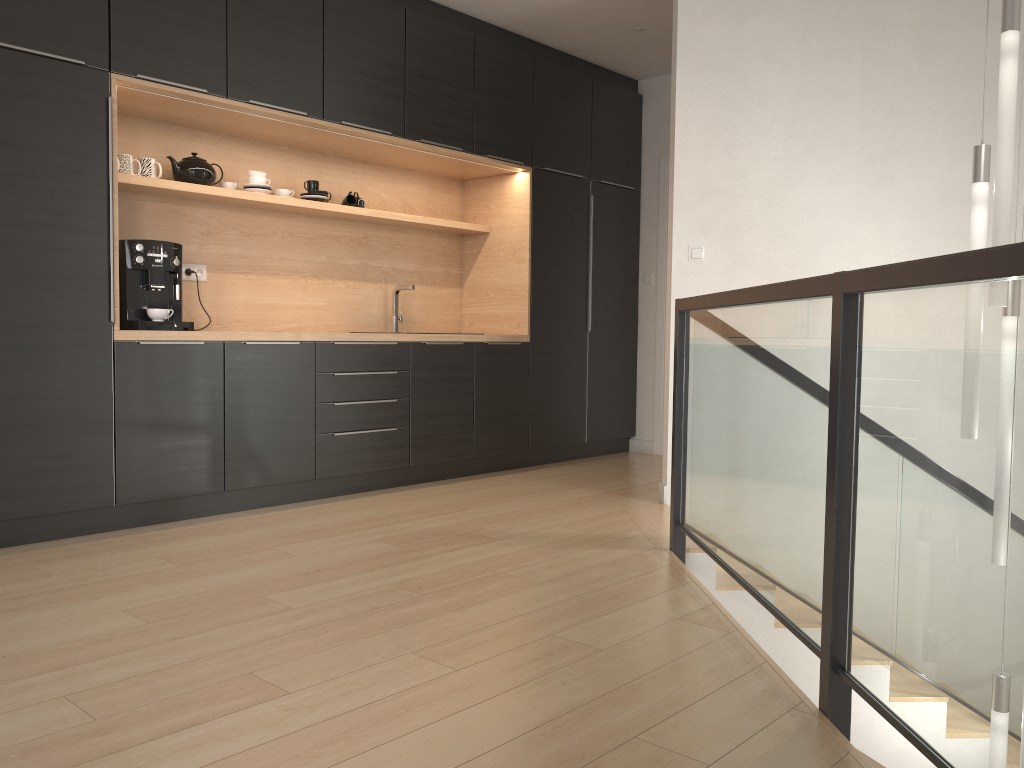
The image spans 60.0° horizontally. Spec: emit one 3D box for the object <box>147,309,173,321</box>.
[{"bbox_3d":[-1.558,-0.302,3.907,0.099,0.057,0.095,4,5,45],"label":"object"}]

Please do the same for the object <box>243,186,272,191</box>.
[{"bbox_3d":[-1.319,-1.000,4.598,0.145,0.025,0.145,3,4,29],"label":"object"}]

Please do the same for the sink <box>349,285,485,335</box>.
[{"bbox_3d":[-0.564,-0.332,5.299,0.512,0.518,0.626,4,4,42],"label":"sink"}]

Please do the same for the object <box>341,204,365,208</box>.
[{"bbox_3d":[-0.920,-1.013,5.102,0.145,0.025,0.145,4,5,45],"label":"object"}]

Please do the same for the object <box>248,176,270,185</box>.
[{"bbox_3d":[-1.319,-1.039,4.597,0.095,0.057,0.099,2,3,14],"label":"object"}]

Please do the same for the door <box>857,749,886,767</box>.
[{"bbox_3d":[2.035,2.862,5.627,0.974,2.136,0.085,4,4,42],"label":"door"}]

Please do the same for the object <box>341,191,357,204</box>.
[{"bbox_3d":[-0.939,-1.056,5.083,0.066,0.093,0.100,-1,4,-33],"label":"object"}]

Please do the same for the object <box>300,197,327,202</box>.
[{"bbox_3d":[-1.092,-1.002,4.875,0.145,0.025,0.145,-1,4,-34],"label":"object"}]

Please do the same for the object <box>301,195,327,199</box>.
[{"bbox_3d":[-1.088,-1.014,4.875,0.145,0.025,0.145,-1,4,-34],"label":"object"}]

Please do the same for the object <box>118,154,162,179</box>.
[{"bbox_3d":[-1.791,-1.008,4.118,0.112,0.105,0.297,4,4,44],"label":"object"}]

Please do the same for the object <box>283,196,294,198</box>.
[{"bbox_3d":[-1.252,-1.002,4.827,0.145,0.025,0.145,-1,4,-34],"label":"object"}]

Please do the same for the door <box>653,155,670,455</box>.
[{"bbox_3d":[1.402,-0.533,6.053,0.974,2.136,0.085,4,4,42],"label":"door"}]

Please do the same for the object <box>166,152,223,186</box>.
[{"bbox_3d":[-1.562,-1.053,4.376,0.240,0.171,0.213,0,3,-11],"label":"object"}]

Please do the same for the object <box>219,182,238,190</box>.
[{"bbox_3d":[-1.461,-1.006,4.576,0.099,0.057,0.095,1,3,0],"label":"object"}]

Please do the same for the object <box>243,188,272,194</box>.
[{"bbox_3d":[-1.320,-0.989,4.595,0.145,0.025,0.145,3,4,29],"label":"object"}]

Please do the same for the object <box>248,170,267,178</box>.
[{"bbox_3d":[-1.319,-1.072,4.591,0.095,0.075,0.098,-2,4,-36],"label":"object"}]

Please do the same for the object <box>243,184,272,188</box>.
[{"bbox_3d":[-1.319,-1.014,4.594,0.145,0.025,0.145,3,4,29],"label":"object"}]

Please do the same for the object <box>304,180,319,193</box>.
[{"bbox_3d":[-1.095,-1.068,4.866,0.066,0.092,0.084,1,3,11],"label":"object"}]

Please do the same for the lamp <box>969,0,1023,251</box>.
[{"bbox_3d":[1.897,-1.144,3.248,0.359,6.725,0.359,0,3,-11],"label":"lamp"}]

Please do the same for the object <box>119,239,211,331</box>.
[{"bbox_3d":[-1.589,-0.447,4.162,0.584,0.398,0.618,4,4,42],"label":"object"}]

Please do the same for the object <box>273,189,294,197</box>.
[{"bbox_3d":[-1.253,-1.026,4.826,0.099,0.057,0.095,3,4,40],"label":"object"}]

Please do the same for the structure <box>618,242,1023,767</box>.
[{"bbox_3d":[2.026,1.909,2.540,2.823,4.339,4.190,1,3,-3],"label":"structure"}]

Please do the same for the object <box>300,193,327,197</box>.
[{"bbox_3d":[-1.091,-1.026,4.874,0.145,0.025,0.145,-1,4,-34],"label":"object"}]

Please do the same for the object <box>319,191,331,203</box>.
[{"bbox_3d":[-1.071,-1.043,5.018,0.066,0.092,0.084,-2,4,-41],"label":"object"}]

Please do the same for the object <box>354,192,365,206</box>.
[{"bbox_3d":[-0.891,-1.063,5.124,0.066,0.093,0.100,-2,4,-38],"label":"object"}]
